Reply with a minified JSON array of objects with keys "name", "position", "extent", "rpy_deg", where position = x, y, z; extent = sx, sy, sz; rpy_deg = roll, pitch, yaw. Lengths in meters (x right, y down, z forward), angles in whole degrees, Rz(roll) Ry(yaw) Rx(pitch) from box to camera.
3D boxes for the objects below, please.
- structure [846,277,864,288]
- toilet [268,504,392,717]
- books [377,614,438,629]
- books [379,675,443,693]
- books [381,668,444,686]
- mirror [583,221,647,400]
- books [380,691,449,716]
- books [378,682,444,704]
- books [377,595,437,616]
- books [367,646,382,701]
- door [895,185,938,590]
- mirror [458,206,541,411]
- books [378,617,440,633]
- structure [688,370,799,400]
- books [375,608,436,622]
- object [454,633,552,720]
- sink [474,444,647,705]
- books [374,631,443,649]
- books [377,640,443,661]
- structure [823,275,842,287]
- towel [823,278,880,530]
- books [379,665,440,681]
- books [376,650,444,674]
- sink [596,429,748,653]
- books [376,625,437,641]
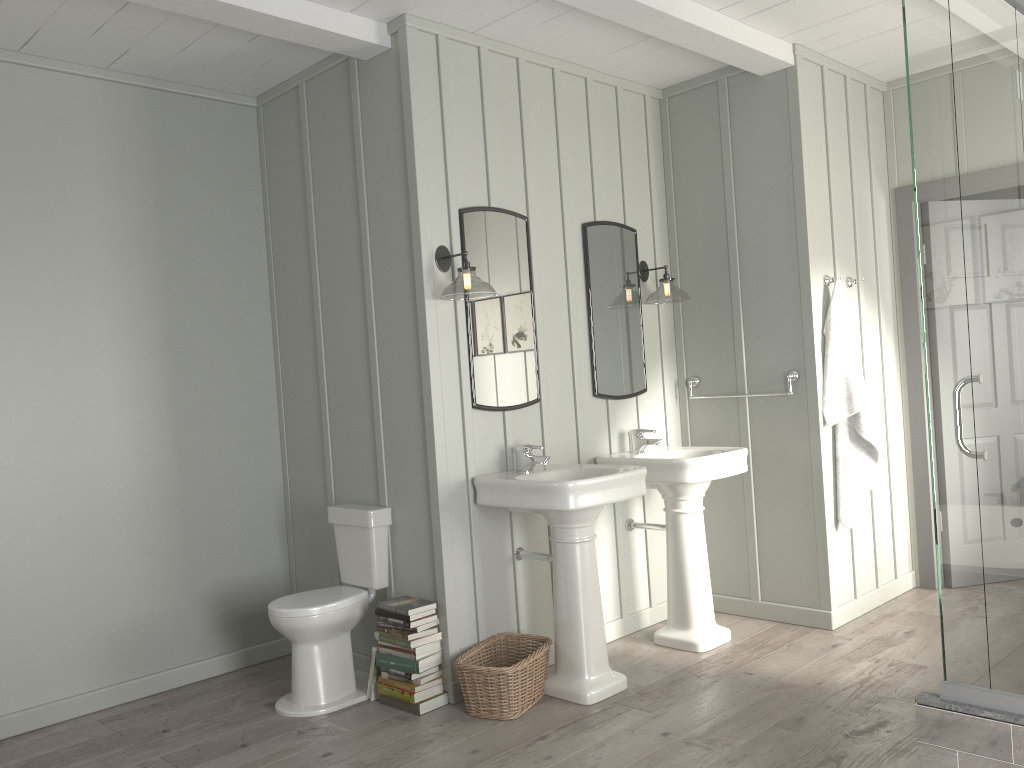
[{"name":"structure","position":[1.732,-0.516,4.449],"extent":[0.054,0.056,0.082],"rpy_deg":[-4,1,-44]},{"name":"toilet","position":[-0.779,0.939,3.748],"extent":[0.506,0.787,0.344],"rpy_deg":[-4,1,-44]},{"name":"books","position":[-0.423,0.948,3.587],"extent":[0.215,0.024,0.144],"rpy_deg":[-4,0,45]},{"name":"books","position":[-0.414,1.204,3.601],"extent":[0.143,0.024,0.241],"rpy_deg":[-4,0,-44]},{"name":"books","position":[-0.406,1.179,3.604],"extent":[0.214,0.025,0.144],"rpy_deg":[-4,0,36]},{"name":"mirror","position":[0.517,-0.364,4.379],"extent":[0.409,0.884,0.015],"rpy_deg":[-4,1,-44]},{"name":"books","position":[-0.400,1.281,3.606],"extent":[0.248,0.049,0.158],"rpy_deg":[-4,0,43]},{"name":"books","position":[-0.413,1.237,3.600],"extent":[0.231,0.041,0.156],"rpy_deg":[-4,0,44]},{"name":"books","position":[-0.426,0.899,3.586],"extent":[0.144,0.024,0.214],"rpy_deg":[-4,0,-43]},{"name":"books","position":[-0.524,1.200,3.714],"extent":[0.164,0.235,0.095],"rpy_deg":[-4,1,-44]},{"name":"door","position":[0.154,0.171,2.636],"extent":[7.499,2.197,4.415],"rpy_deg":[-4,0,-44]},{"name":"mirror","position":[-0.047,-0.324,3.830],"extent":[0.409,0.884,0.015],"rpy_deg":[-4,1,-44]},{"name":"books","position":[-0.420,0.972,3.600],"extent":[0.214,0.025,0.144],"rpy_deg":[-4,0,35]},{"name":"structure","position":[1.151,0.008,4.464],"extent":[0.052,0.123,0.624],"rpy_deg":[-5,1,-44]},{"name":"books","position":[-0.433,0.924,3.594],"extent":[0.215,0.024,0.144],"rpy_deg":[-4,0,42]},{"name":"object","position":[-0.023,1.171,3.545],"extent":[0.300,0.220,0.451],"rpy_deg":[-4,0,27]},{"name":"sink","position":[0.231,0.755,3.655],"extent":[0.549,1.013,0.587],"rpy_deg":[-4,1,-44]},{"name":"books","position":[-0.423,1.024,3.598],"extent":[0.164,0.032,0.244],"rpy_deg":[-4,0,-44]},{"name":"books","position":[-0.417,1.065,3.604],"extent":[0.231,0.052,0.150],"rpy_deg":[-4,0,41]},{"name":"structure","position":[1.557,-0.504,4.279],"extent":[0.054,0.056,0.082],"rpy_deg":[-4,1,-44]},{"name":"towel","position":[1.645,0.089,4.249],"extent":[0.308,1.204,0.167],"rpy_deg":[-4,1,-39]},{"name":"books","position":[-0.419,1.156,3.599],"extent":[0.144,0.024,0.215],"rpy_deg":[-4,0,-44]},{"name":"books","position":[-0.418,1.117,3.602],"extent":[0.236,0.053,0.153],"rpy_deg":[-4,0,36]},{"name":"sink","position":[0.791,0.715,4.200],"extent":[0.549,1.013,0.587],"rpy_deg":[-4,1,-44]},{"name":"books","position":[-0.428,0.997,3.599],"extent":[0.143,0.024,0.240],"rpy_deg":[-4,0,-39]}]
